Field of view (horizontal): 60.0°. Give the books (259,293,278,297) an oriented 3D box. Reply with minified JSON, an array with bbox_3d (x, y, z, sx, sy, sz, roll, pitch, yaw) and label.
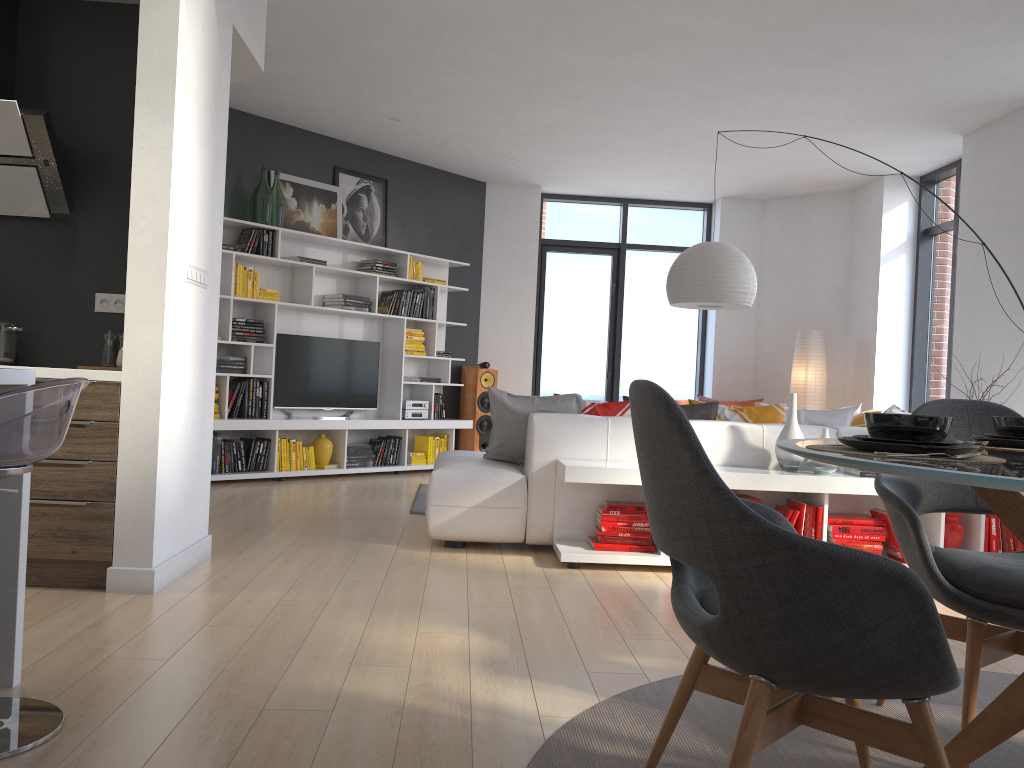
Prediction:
[{"bbox_3d":[-2.019,-0.728,7.250,0.113,0.018,0.169,3,0,43],"label":"books"}]

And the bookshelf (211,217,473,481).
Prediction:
[{"bbox_3d":[-1.525,-0.224,7.763,0.455,2.052,3.000,3,0,42],"label":"bookshelf"}]

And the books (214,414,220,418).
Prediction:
[{"bbox_3d":[-2.438,0.243,6.877,0.270,0.029,0.204,3,0,-43],"label":"books"}]

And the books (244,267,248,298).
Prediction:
[{"bbox_3d":[-2.178,-0.808,7.112,0.180,0.251,0.019,3,0,42],"label":"books"}]

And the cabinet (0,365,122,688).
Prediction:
[{"bbox_3d":[-2.426,-0.495,1.601,2.402,2.501,4.694,3,0,-3],"label":"cabinet"}]

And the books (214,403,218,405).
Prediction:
[{"bbox_3d":[-2.458,0.151,6.892,0.198,0.015,0.263,3,0,45],"label":"books"}]

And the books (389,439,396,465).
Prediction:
[{"bbox_3d":[-1.160,0.621,8.178,0.179,0.243,0.068,3,0,40],"label":"books"}]

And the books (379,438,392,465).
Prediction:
[{"bbox_3d":[-1.178,0.621,8.128,0.172,0.242,0.069,3,0,43],"label":"books"}]

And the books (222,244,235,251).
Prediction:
[{"bbox_3d":[-2.330,-1.064,6.894,0.268,0.046,0.208,3,0,-45],"label":"books"}]

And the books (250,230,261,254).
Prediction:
[{"bbox_3d":[-2.105,-1.135,7.155,0.154,0.212,0.074,3,0,41],"label":"books"}]

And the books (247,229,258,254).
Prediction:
[{"bbox_3d":[-2.133,-1.136,7.142,0.171,0.214,0.087,3,0,42],"label":"books"}]

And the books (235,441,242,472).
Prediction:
[{"bbox_3d":[-2.203,0.569,6.997,0.177,0.242,0.066,3,0,41],"label":"books"}]

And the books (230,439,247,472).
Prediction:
[{"bbox_3d":[-2.182,0.566,7.026,0.191,0.249,0.083,3,0,42],"label":"books"}]

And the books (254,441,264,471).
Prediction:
[{"bbox_3d":[-2.084,0.574,7.143,0.179,0.243,0.071,3,0,41],"label":"books"}]

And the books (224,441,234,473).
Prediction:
[{"bbox_3d":[-2.239,0.567,6.951,0.169,0.242,0.050,3,0,41],"label":"books"}]

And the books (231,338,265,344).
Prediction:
[{"bbox_3d":[-2.154,-0.345,7.136,0.189,0.026,0.263,3,0,40],"label":"books"}]

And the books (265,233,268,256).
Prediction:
[{"bbox_3d":[-2.041,-1.126,7.228,0.147,0.200,0.021,3,0,42],"label":"books"}]

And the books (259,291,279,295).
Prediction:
[{"bbox_3d":[-2.025,-0.744,7.264,0.134,0.014,0.187,3,0,42],"label":"books"}]

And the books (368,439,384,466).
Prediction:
[{"bbox_3d":[-1.261,0.620,8.068,0.182,0.234,0.104,3,0,42],"label":"books"}]

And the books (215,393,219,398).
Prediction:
[{"bbox_3d":[-2.442,0.085,6.899,0.185,0.035,0.250,3,0,45],"label":"books"}]

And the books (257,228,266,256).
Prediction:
[{"bbox_3d":[-2.060,-1.142,7.213,0.176,0.232,0.025,3,0,42],"label":"books"}]

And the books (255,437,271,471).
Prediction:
[{"bbox_3d":[-2.045,0.568,7.205,0.197,0.260,0.066,3,0,42],"label":"books"}]

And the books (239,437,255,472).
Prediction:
[{"bbox_3d":[-2.143,0.563,7.100,0.197,0.260,0.066,3,0,42],"label":"books"}]

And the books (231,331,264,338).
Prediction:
[{"bbox_3d":[-2.171,-0.399,7.144,0.209,0.030,0.266,3,0,40],"label":"books"}]

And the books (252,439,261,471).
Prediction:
[{"bbox_3d":[-2.110,0.568,7.132,0.192,0.254,0.075,3,0,41],"label":"books"}]

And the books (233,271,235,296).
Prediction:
[{"bbox_3d":[-2.255,-0.821,7.005,0.204,0.270,0.029,3,0,42],"label":"books"}]

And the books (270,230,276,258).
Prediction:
[{"bbox_3d":[-1.998,-1.139,7.267,0.174,0.230,0.019,3,0,42],"label":"books"}]

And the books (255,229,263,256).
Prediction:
[{"bbox_3d":[-2.073,-1.136,7.192,0.156,0.221,0.021,3,0,42],"label":"books"}]

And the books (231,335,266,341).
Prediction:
[{"bbox_3d":[-2.154,-0.370,7.138,0.189,0.025,0.270,3,0,41],"label":"books"}]

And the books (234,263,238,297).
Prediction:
[{"bbox_3d":[-2.244,-0.821,7.031,0.213,0.270,0.025,3,0,42],"label":"books"}]

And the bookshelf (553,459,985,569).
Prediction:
[{"bbox_3d":[1.528,0.700,4.475,2.600,0.500,0.356,3,0,-3],"label":"bookshelf"}]

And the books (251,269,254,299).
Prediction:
[{"bbox_3d":[-2.140,-0.800,7.154,0.169,0.239,0.023,3,0,42],"label":"books"}]

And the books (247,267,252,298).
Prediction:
[{"bbox_3d":[-2.158,-0.807,7.131,0.185,0.250,0.035,3,0,42],"label":"books"}]

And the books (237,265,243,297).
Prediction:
[{"bbox_3d":[-2.224,-0.813,7.060,0.198,0.255,0.044,3,0,42],"label":"books"}]

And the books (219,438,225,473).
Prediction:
[{"bbox_3d":[-2.304,0.551,6.905,0.202,0.268,0.053,3,0,41],"label":"books"}]

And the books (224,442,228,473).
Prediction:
[{"bbox_3d":[-2.281,0.568,6.926,0.189,0.240,0.053,3,0,42],"label":"books"}]

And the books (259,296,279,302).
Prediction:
[{"bbox_3d":[-2.029,-0.692,7.263,0.147,0.033,0.190,3,0,42],"label":"books"}]

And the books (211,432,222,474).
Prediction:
[{"bbox_3d":[-2.366,0.526,6.841,0.259,0.321,0.128,3,0,42],"label":"books"}]

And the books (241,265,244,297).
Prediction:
[{"bbox_3d":[-2.206,-0.814,7.085,0.199,0.263,0.015,3,0,42],"label":"books"}]

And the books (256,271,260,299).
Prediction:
[{"bbox_3d":[-2.107,-0.796,7.192,0.172,0.234,0.024,3,0,42],"label":"books"}]

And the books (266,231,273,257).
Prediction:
[{"bbox_3d":[-2.022,-1.134,7.251,0.169,0.218,0.038,3,0,42],"label":"books"}]

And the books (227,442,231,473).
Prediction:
[{"bbox_3d":[-2.260,0.570,6.940,0.170,0.236,0.049,3,0,42],"label":"books"}]

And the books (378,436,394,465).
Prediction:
[{"bbox_3d":[-1.182,0.613,8.162,0.192,0.254,0.075,3,0,41],"label":"books"}]

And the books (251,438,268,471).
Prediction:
[{"bbox_3d":[-2.067,0.572,7.179,0.191,0.249,0.084,3,0,42],"label":"books"}]

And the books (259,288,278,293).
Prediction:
[{"bbox_3d":[-2.036,-0.765,7.270,0.138,0.026,0.186,3,0,42],"label":"books"}]

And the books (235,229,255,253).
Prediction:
[{"bbox_3d":[-2.150,-1.138,7.114,0.166,0.213,0.096,3,0,40],"label":"books"}]

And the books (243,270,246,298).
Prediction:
[{"bbox_3d":[-2.178,-0.795,7.084,0.156,0.229,0.024,3,0,41],"label":"books"}]

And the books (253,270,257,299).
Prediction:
[{"bbox_3d":[-2.122,-0.797,7.170,0.172,0.234,0.024,3,0,42],"label":"books"}]

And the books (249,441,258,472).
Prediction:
[{"bbox_3d":[-2.108,0.575,7.097,0.172,0.242,0.069,3,0,43],"label":"books"}]

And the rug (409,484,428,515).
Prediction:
[{"bbox_3d":[0.438,0.891,6.643,2.326,0.016,1.662,3,0,-3],"label":"rug"}]

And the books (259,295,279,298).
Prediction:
[{"bbox_3d":[-2.031,-0.715,7.266,0.148,0.011,0.196,3,0,42],"label":"books"}]

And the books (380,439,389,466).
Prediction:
[{"bbox_3d":[-1.211,0.623,8.110,0.169,0.233,0.081,3,0,41],"label":"books"}]

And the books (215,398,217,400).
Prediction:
[{"bbox_3d":[-2.452,0.112,6.892,0.180,0.019,0.251,3,0,42],"label":"books"}]

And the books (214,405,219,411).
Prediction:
[{"bbox_3d":[-2.446,0.181,6.884,0.198,0.044,0.255,3,0,42],"label":"books"}]

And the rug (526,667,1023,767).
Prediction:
[{"bbox_3d":[1.241,0.930,1.697,2.499,0.010,2.499,3,0,-30],"label":"rug"}]

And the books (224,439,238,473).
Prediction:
[{"bbox_3d":[-2.228,0.562,6.980,0.193,0.255,0.066,3,0,41],"label":"books"}]
